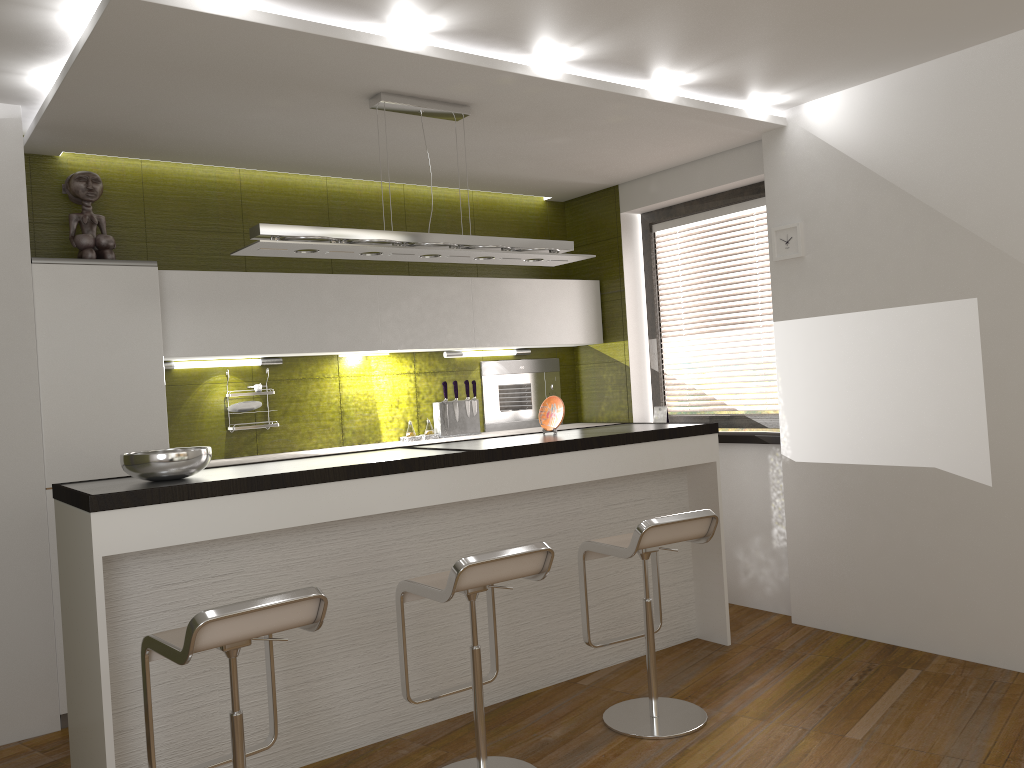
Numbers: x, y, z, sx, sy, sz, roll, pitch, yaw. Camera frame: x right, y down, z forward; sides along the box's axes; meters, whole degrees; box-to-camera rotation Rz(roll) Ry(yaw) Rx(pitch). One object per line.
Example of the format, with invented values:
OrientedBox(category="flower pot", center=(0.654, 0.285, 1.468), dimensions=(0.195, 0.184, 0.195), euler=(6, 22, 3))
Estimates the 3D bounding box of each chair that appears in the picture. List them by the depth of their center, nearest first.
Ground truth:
OrientedBox(category="chair", center=(-0.794, 1.023, 2.591), dimensions=(0.418, 0.857, 0.460), euler=(-4, 0, -41))
OrientedBox(category="chair", center=(-0.114, 0.979, 3.094), dimensions=(0.418, 0.857, 0.460), euler=(-4, 0, -36))
OrientedBox(category="chair", center=(0.566, 0.935, 3.597), dimensions=(0.418, 0.857, 0.460), euler=(-4, 0, -31))

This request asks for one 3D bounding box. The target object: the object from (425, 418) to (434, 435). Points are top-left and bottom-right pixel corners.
OrientedBox(category="object", center=(-0.514, 0.273, 5.487), dimensions=(0.059, 0.121, 0.059), euler=(-4, 0, 21))

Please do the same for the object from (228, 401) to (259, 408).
OrientedBox(category="object", center=(-1.454, 0.121, 4.826), dimensions=(0.181, 0.052, 0.173), euler=(-4, 0, -36))

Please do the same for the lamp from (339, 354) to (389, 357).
OrientedBox(category="lamp", center=(-0.891, -0.174, 5.357), dimensions=(0.334, 0.008, 0.008), euler=(-4, 0, -36))

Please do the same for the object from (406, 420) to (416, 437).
OrientedBox(category="object", center=(-0.617, 0.280, 5.395), dimensions=(0.059, 0.121, 0.059), euler=(-4, 0, 10))

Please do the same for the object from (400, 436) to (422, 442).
OrientedBox(category="object", center=(-0.614, 0.334, 5.395), dimensions=(0.107, 0.032, 0.107), euler=(-4, 0, -36))

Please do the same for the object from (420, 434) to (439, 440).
OrientedBox(category="object", center=(-0.510, 0.328, 5.487), dimensions=(0.107, 0.032, 0.107), euler=(-4, 0, -25))

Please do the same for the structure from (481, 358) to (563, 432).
OrientedBox(category="structure", center=(0.078, 0.071, 6.047), dimensions=(0.663, 0.469, 0.015), euler=(-4, 0, -36))

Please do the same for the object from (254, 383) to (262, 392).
OrientedBox(category="object", center=(-1.409, 0.024, 4.916), dimensions=(0.046, 0.053, 0.051), euler=(-4, 0, -5))

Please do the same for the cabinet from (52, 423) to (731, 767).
OrientedBox(category="cabinet", center=(-0.295, 0.850, 3.905), dimensions=(2.947, 1.134, 0.663), euler=(-4, 0, -36))

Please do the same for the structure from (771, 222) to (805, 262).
OrientedBox(category="structure", center=(1.464, -0.753, 4.708), dimensions=(0.026, 0.180, 0.180), euler=(-4, 0, -36))

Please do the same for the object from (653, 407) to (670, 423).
OrientedBox(category="object", center=(0.961, 0.232, 5.716), dimensions=(0.057, 0.169, 0.106), euler=(-4, 0, -42))

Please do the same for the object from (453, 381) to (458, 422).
OrientedBox(category="object", center=(-0.354, 0.110, 5.556), dimensions=(0.042, 0.264, 0.013), euler=(-4, 0, -36))

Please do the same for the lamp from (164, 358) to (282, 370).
OrientedBox(category="lamp", center=(-1.597, -0.110, 4.818), dimensions=(0.715, 0.041, 0.041), euler=(-4, 0, -36))

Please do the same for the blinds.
OrientedBox(category="blinds", center=(1.803, -3.008, 9.580), dimensions=(16.000, 12.704, 9.030), euler=(-4, 0, 3))

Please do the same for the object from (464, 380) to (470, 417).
OrientedBox(category="object", center=(-0.283, 0.095, 5.609), dimensions=(0.036, 0.243, 0.013), euler=(-4, 0, -36))

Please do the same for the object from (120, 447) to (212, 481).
OrientedBox(category="object", center=(-1.257, 0.295, 3.232), dimensions=(0.311, 0.105, 0.311), euler=(-4, 0, -23))

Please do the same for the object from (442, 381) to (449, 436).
OrientedBox(category="object", center=(-0.415, 0.152, 5.509), dimensions=(0.046, 0.339, 0.013), euler=(-4, 0, -36))

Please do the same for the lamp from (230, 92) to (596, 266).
OrientedBox(category="lamp", center=(-0.384, -0.906, 3.933), dimensions=(1.677, 0.683, 0.326), euler=(-4, 0, -36))

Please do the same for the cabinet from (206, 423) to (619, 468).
OrientedBox(category="cabinet", center=(-0.550, 0.888, 5.280), dimensions=(2.940, 1.086, 0.465), euler=(-4, 0, -36))

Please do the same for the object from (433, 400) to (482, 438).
OrientedBox(category="object", center=(-0.348, 0.221, 5.605), dimensions=(0.293, 0.227, 0.107), euler=(-4, 0, -36))

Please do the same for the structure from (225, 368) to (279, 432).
OrientedBox(category="structure", center=(-1.434, 0.086, 4.881), dimensions=(0.266, 0.346, 0.110), euler=(-4, 0, -36))

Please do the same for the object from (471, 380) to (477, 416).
OrientedBox(category="object", center=(-0.242, 0.091, 5.638), dimensions=(0.040, 0.231, 0.013), euler=(-4, 0, -36))

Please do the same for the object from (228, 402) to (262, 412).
OrientedBox(category="object", center=(-1.452, 0.127, 4.825), dimensions=(0.181, 0.052, 0.173), euler=(-4, 0, -36))

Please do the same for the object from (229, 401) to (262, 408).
OrientedBox(category="object", center=(-1.453, 0.124, 4.825), dimensions=(0.181, 0.052, 0.173), euler=(-4, 0, -36))

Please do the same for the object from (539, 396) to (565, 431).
OrientedBox(category="object", center=(0.202, 0.150, 4.513), dimensions=(0.055, 0.178, 0.184), euler=(-4, 0, -40))

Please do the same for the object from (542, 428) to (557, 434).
OrientedBox(category="object", center=(0.204, 0.187, 4.512), dimensions=(0.072, 0.131, 0.088), euler=(-4, 0, -41))

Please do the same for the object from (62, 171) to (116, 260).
OrientedBox(category="object", center=(-2.054, -0.809, 4.317), dimensions=(0.195, 0.488, 0.304), euler=(-4, 0, -39))

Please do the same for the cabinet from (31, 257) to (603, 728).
OrientedBox(category="cabinet", center=(-0.868, 0.405, 5.221), dimensions=(3.471, 2.089, 0.724), euler=(-4, 0, -36))

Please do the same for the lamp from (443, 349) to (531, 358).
OrientedBox(category="lamp", center=(-0.153, -0.203, 5.847), dimensions=(0.716, 0.041, 0.095), euler=(-4, 0, -37))
